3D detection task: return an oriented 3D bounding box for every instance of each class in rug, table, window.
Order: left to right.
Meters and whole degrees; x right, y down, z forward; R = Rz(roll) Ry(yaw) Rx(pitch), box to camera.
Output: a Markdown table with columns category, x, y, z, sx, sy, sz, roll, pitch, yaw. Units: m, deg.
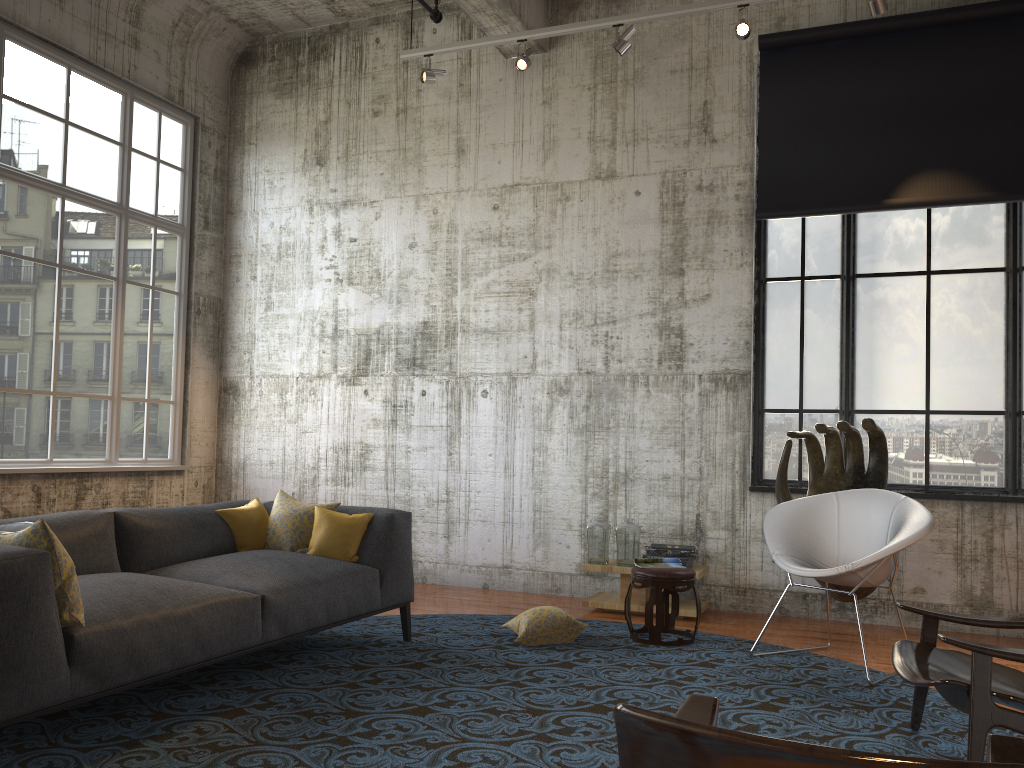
| category | x | y | z | sx | sy | sz | roll | pitch | yaw |
| --- | --- | --- | --- | --- | --- | --- | --- | --- | --- |
| window | -3.915 | -1.048 | 6.567 | 0.050 | 3.430 | 4.290 | 1 | -3 | 22 |
| rug | -0.084 | 1.523 | 4.075 | 4.848 | 0.009 | 4.852 | 3 | -4 | -22 |
| table | 1.026 | 1.567 | 6.781 | 0.875 | 0.358 | 0.476 | 0 | -4 | 22 |
| window | 3.091 | -0.865 | 6.576 | 2.579 | 3.431 | 0.050 | 0 | -2 | 22 |

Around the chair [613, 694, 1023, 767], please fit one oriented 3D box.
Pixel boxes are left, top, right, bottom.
| category | x | y | z | sx | sy | sz | roll | pitch | yaw |
| --- | --- | --- | --- | --- | --- | --- | --- | --- | --- |
| chair | 0.666 | 0.985 | 1.821 | 0.875 | 0.792 | 1.045 | 0 | -4 | 23 |

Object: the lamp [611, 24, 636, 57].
| category | x | y | z | sx | sy | sz | roll | pitch | yaw |
| --- | --- | --- | --- | --- | --- | --- | --- | --- | --- |
| lamp | 0.795 | -2.461 | 6.372 | 0.182 | 0.240 | 0.102 | 1 | -3 | 17 |

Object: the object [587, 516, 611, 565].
| category | x | y | z | sx | sy | sz | roll | pitch | yaw |
| --- | --- | --- | --- | --- | --- | --- | --- | --- | --- |
| object | 0.668 | 1.205 | 6.828 | 0.163 | 0.361 | 0.163 | 1 | -3 | 20 |

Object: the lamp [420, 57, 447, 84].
| category | x | y | z | sx | sy | sz | roll | pitch | yaw |
| --- | --- | --- | --- | --- | --- | --- | --- | --- | --- |
| lamp | -0.640 | -2.455 | 6.968 | 0.261 | 0.211 | 0.102 | 4 | -3 | -33 |

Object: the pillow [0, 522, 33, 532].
| category | x | y | z | sx | sy | sz | roll | pitch | yaw |
| --- | --- | --- | --- | --- | --- | --- | --- | --- | --- |
| pillow | -2.019 | 0.716 | 3.634 | 0.364 | 0.314 | 0.171 | 1 | -3 | 12 |

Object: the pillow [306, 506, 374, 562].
| category | x | y | z | sx | sy | sz | roll | pitch | yaw |
| --- | --- | --- | --- | --- | --- | --- | --- | --- | --- |
| pillow | -1.045 | 0.891 | 5.254 | 0.434 | 0.318 | 0.169 | 2 | -3 | -4 |

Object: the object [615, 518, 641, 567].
| category | x | y | z | sx | sy | sz | roll | pitch | yaw |
| --- | --- | --- | --- | --- | --- | --- | --- | --- | --- |
| object | 0.883 | 1.204 | 6.742 | 0.163 | 0.361 | 0.163 | 0 | -3 | 25 |

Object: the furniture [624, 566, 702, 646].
| category | x | y | z | sx | sy | sz | roll | pitch | yaw |
| --- | --- | --- | --- | --- | --- | --- | --- | --- | --- |
| furniture | 0.989 | 1.434 | 5.812 | 0.432 | 0.476 | 0.432 | 3 | -3 | -23 |

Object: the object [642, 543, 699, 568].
| category | x | y | z | sx | sy | sz | roll | pitch | yaw |
| --- | --- | --- | --- | --- | --- | --- | --- | --- | --- |
| object | 1.172 | 1.310 | 6.710 | 0.423 | 0.153 | 0.382 | 0 | -4 | 22 |

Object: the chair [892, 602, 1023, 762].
| category | x | y | z | sx | sy | sz | roll | pitch | yaw |
| --- | --- | --- | --- | --- | --- | --- | --- | --- | --- |
| chair | 2.092 | 1.143 | 3.518 | 1.043 | 0.792 | 0.876 | 1 | -3 | 12 |

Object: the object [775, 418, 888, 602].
| category | x | y | z | sx | sy | sz | roll | pitch | yaw |
| --- | --- | --- | --- | --- | --- | --- | --- | --- | --- |
| object | 2.237 | 0.891 | 6.225 | 0.728 | 1.294 | 0.456 | 0 | -3 | 34 |

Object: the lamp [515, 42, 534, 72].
| category | x | y | z | sx | sy | sz | roll | pitch | yaw |
| --- | --- | --- | --- | --- | --- | --- | --- | --- | --- |
| lamp | 0.089 | -2.454 | 6.691 | 0.102 | 0.228 | 0.199 | 0 | -3 | 32 |

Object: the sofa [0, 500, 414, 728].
| category | x | y | z | sx | sy | sz | roll | pitch | yaw |
| --- | --- | --- | --- | --- | --- | --- | --- | --- | --- |
| sofa | -1.782 | 1.086 | 4.486 | 1.362 | 0.860 | 3.009 | 0 | -4 | 24 |

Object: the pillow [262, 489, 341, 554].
| category | x | y | z | sx | sy | sz | roll | pitch | yaw |
| --- | --- | --- | --- | --- | --- | --- | --- | --- | --- |
| pillow | -1.338 | 0.875 | 5.406 | 0.537 | 0.445 | 0.260 | 0 | -3 | 29 |

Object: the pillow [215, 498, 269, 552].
| category | x | y | z | sx | sy | sz | roll | pitch | yaw |
| --- | --- | --- | --- | --- | --- | --- | --- | --- | --- |
| pillow | -1.596 | 0.885 | 5.382 | 0.228 | 0.371 | 0.405 | 0 | -4 | 31 |

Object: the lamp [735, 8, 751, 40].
| category | x | y | z | sx | sy | sz | roll | pitch | yaw |
| --- | --- | --- | --- | --- | --- | --- | --- | --- | --- |
| lamp | 1.584 | -2.461 | 6.077 | 0.102 | 0.211 | 0.261 | 1 | -3 | 17 |

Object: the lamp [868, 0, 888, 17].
| category | x | y | z | sx | sy | sz | roll | pitch | yaw |
| --- | --- | --- | --- | --- | --- | --- | --- | --- | --- |
| lamp | 2.357 | -2.470 | 5.708 | 0.165 | 0.251 | 0.102 | 4 | -4 | -43 |

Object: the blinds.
| category | x | y | z | sx | sy | sz | roll | pitch | yaw |
| --- | --- | --- | --- | --- | --- | --- | --- | --- | --- |
| blinds | 3.051 | -2.000 | 6.458 | 2.443 | 1.462 | 0.151 | 0 | -3 | 22 |

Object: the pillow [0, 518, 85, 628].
| category | x | y | z | sx | sy | sz | roll | pitch | yaw |
| --- | --- | --- | --- | --- | --- | --- | --- | --- | --- |
| pillow | -1.863 | 0.722 | 3.438 | 0.537 | 0.445 | 0.260 | 0 | -3 | 29 |

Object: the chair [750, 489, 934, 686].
| category | x | y | z | sx | sy | sz | roll | pitch | yaw |
| --- | --- | --- | --- | --- | --- | --- | --- | --- | --- |
| chair | 1.954 | 1.143 | 5.278 | 0.807 | 1.029 | 1.058 | 3 | -4 | -29 |

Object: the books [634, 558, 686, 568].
| category | x | y | z | sx | sy | sz | roll | pitch | yaw |
| --- | --- | --- | --- | --- | --- | --- | --- | --- | --- |
| books | 0.975 | 1.185 | 5.859 | 0.300 | 0.043 | 0.229 | 2 | -4 | -4 |

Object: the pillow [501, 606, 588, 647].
| category | x | y | z | sx | sy | sz | roll | pitch | yaw |
| --- | --- | --- | --- | --- | --- | --- | --- | --- | --- |
| pillow | 0.219 | 1.552 | 5.699 | 0.504 | 0.247 | 0.481 | 2 | -4 | -12 |
